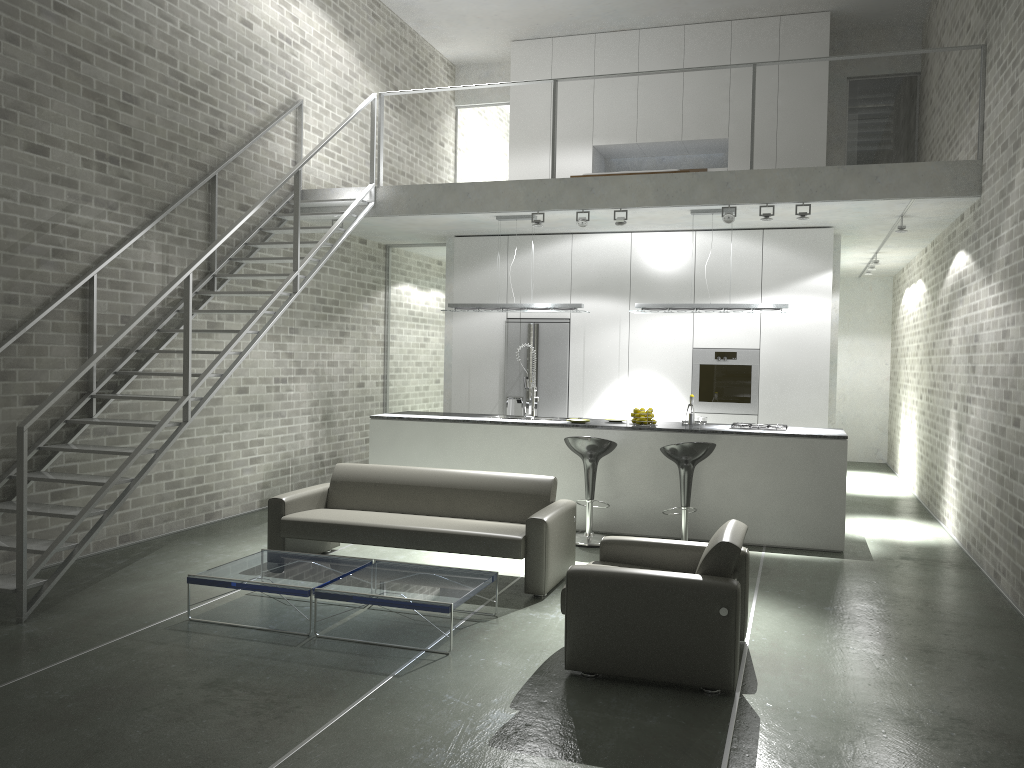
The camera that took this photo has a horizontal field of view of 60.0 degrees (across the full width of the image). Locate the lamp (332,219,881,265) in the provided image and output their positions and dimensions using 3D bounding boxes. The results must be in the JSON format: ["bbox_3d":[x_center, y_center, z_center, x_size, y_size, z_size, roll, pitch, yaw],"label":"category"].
[{"bbox_3d":[1.399,-1.612,10.248,6.854,0.136,0.110,1,2,-17],"label":"lamp"}]

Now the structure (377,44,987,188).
[{"bbox_3d":[1.285,-2.409,8.238,5.560,0.972,0.070,2,2,18],"label":"structure"}]

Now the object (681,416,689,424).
[{"bbox_3d":[1.648,0.343,8.434,0.064,0.070,0.063,0,2,-34],"label":"object"}]

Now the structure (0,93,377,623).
[{"bbox_3d":[-2.519,-0.813,7.180,0.902,4.246,4.345,2,2,18],"label":"structure"}]

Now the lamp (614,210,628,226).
[{"bbox_3d":[1.024,-1.558,8.345,0.115,0.151,0.115,0,2,-29],"label":"lamp"}]

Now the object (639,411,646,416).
[{"bbox_3d":[1.200,0.274,8.155,0.061,0.052,0.053,2,2,21],"label":"object"}]

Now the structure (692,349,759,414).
[{"bbox_3d":[2.281,-0.026,9.497,0.692,0.680,0.036,2,2,18],"label":"structure"}]

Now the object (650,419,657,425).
[{"bbox_3d":[1.305,0.349,8.192,0.062,0.052,0.053,0,2,-43],"label":"object"}]

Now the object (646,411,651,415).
[{"bbox_3d":[1.256,0.263,8.169,0.051,0.053,0.063,2,2,21],"label":"object"}]

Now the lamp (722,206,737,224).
[{"bbox_3d":[1.960,-1.528,8.015,0.131,0.154,0.098,2,2,18],"label":"lamp"}]

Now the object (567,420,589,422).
[{"bbox_3d":[0.619,0.350,8.260,0.217,0.017,0.216,0,2,-39],"label":"object"}]

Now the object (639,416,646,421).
[{"bbox_3d":[1.194,0.321,8.130,0.061,0.054,0.052,1,2,-15],"label":"object"}]

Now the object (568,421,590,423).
[{"bbox_3d":[0.619,0.354,8.260,0.217,0.017,0.216,0,2,-39],"label":"object"}]

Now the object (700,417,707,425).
[{"bbox_3d":[1.810,0.348,8.386,0.064,0.070,0.063,2,2,26],"label":"object"}]

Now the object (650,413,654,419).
[{"bbox_3d":[1.291,0.298,8.211,0.061,0.054,0.053,0,2,-36],"label":"object"}]

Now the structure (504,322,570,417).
[{"bbox_3d":[0.280,0.250,10.176,0.743,1.900,0.160,2,2,18],"label":"structure"}]

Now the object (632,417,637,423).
[{"bbox_3d":[1.139,0.338,8.232,0.060,0.057,0.052,1,2,10],"label":"object"}]

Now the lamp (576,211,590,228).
[{"bbox_3d":[0.672,-1.568,8.436,0.115,0.151,0.115,0,2,-29],"label":"lamp"}]

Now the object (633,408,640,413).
[{"bbox_3d":[1.151,0.248,8.210,0.053,0.051,0.063,0,2,-35],"label":"object"}]

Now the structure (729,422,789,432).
[{"bbox_3d":[2.233,0.384,8.005,0.500,0.038,0.500,2,2,18],"label":"structure"}]

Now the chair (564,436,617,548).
[{"bbox_3d":[0.670,0.897,7.605,0.457,0.931,0.464,2,2,32],"label":"chair"}]

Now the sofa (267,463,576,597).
[{"bbox_3d":[-0.654,1.011,6.435,2.114,0.717,0.902,2,2,18],"label":"sofa"}]

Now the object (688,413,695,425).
[{"bbox_3d":[1.683,0.329,8.327,0.060,0.106,0.060,1,2,11],"label":"object"}]

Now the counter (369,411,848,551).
[{"bbox_3d":[0.823,0.841,8.474,4.400,0.960,0.900,2,2,18],"label":"counter"}]

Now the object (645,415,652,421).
[{"bbox_3d":[1.255,0.314,8.164,0.061,0.055,0.051,1,2,-13],"label":"object"}]

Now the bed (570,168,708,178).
[{"bbox_3d":[1.602,-2.408,10.838,1.341,0.792,1.957,2,2,18],"label":"bed"}]

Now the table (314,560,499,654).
[{"bbox_3d":[-0.591,1.272,5.156,0.820,0.270,0.800,2,2,18],"label":"table"}]

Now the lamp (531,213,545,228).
[{"bbox_3d":[0.250,-1.588,8.580,0.109,0.136,0.109,0,2,-30],"label":"lamp"}]

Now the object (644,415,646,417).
[{"bbox_3d":[1.233,0.309,8.187,0.051,0.053,0.062,2,2,16],"label":"object"}]

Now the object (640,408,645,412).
[{"bbox_3d":[1.209,0.246,8.221,0.051,0.053,0.063,1,2,9],"label":"object"}]

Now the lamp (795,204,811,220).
[{"bbox_3d":[2.572,-1.520,7.836,0.109,0.135,0.109,0,2,-24],"label":"lamp"}]

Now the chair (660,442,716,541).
[{"bbox_3d":[1.439,0.921,7.321,0.457,0.931,0.464,1,2,-1],"label":"chair"}]

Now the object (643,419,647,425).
[{"bbox_3d":[1.227,0.349,8.155,0.051,0.053,0.063,2,2,16],"label":"object"}]

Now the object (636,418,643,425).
[{"bbox_3d":[1.176,0.346,8.184,0.064,0.063,0.074,2,2,28],"label":"object"}]

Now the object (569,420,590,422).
[{"bbox_3d":[0.619,0.345,8.260,0.217,0.017,0.216,0,2,-39],"label":"object"}]

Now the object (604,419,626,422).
[{"bbox_3d":[1.000,0.353,8.564,0.216,0.017,0.217,3,2,43],"label":"object"}]

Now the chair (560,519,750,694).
[{"bbox_3d":[0.767,1.089,4.707,0.910,0.717,0.963,2,2,18],"label":"chair"}]

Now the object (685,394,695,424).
[{"bbox_3d":[1.696,0.238,8.334,0.088,0.288,0.101,0,2,-42],"label":"object"}]

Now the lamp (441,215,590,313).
[{"bbox_3d":[0.036,-1.208,8.941,1.490,0.964,0.290,2,2,18],"label":"lamp"}]

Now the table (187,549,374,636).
[{"bbox_3d":[-1.389,1.249,5.413,0.820,0.270,0.800,2,2,18],"label":"table"}]

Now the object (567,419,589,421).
[{"bbox_3d":[0.619,0.340,8.260,0.217,0.017,0.216,0,2,-39],"label":"object"}]

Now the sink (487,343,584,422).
[{"bbox_3d":[0.241,0.112,8.764,0.987,1.023,0.546,2,2,18],"label":"sink"}]

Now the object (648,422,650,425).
[{"bbox_3d":[1.259,0.350,8.229,0.061,0.055,0.050,0,2,-37],"label":"object"}]

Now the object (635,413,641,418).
[{"bbox_3d":[1.165,0.294,8.197,0.062,0.053,0.052,1,2,-20],"label":"object"}]

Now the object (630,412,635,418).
[{"bbox_3d":[1.130,0.290,8.248,0.053,0.051,0.063,0,2,-23],"label":"object"}]

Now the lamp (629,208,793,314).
[{"bbox_3d":[1.878,-1.153,8.348,1.490,0.964,0.290,2,2,18],"label":"lamp"}]

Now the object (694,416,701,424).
[{"bbox_3d":[1.772,0.345,8.471,0.064,0.070,0.063,0,2,-34],"label":"object"}]

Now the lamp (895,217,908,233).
[{"bbox_3d":[3.721,-1.516,8.468,0.109,0.132,0.109,0,2,-30],"label":"lamp"}]

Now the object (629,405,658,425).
[{"bbox_3d":[1.219,0.289,8.220,0.189,0.174,0.207,0,2,-27],"label":"object"}]

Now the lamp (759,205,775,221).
[{"bbox_3d":[2.279,-1.529,7.930,0.109,0.135,0.109,0,2,-24],"label":"lamp"}]

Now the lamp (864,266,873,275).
[{"bbox_3d":[5.001,-1.601,12.433,0.109,0.135,0.109,0,2,-30],"label":"lamp"}]

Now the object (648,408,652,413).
[{"bbox_3d":[1.286,0.249,8.229,0.050,0.060,0.059,1,2,7],"label":"object"}]

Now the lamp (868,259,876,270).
[{"bbox_3d":[4.812,-1.590,11.847,0.109,0.132,0.109,0,2,-30],"label":"lamp"}]
